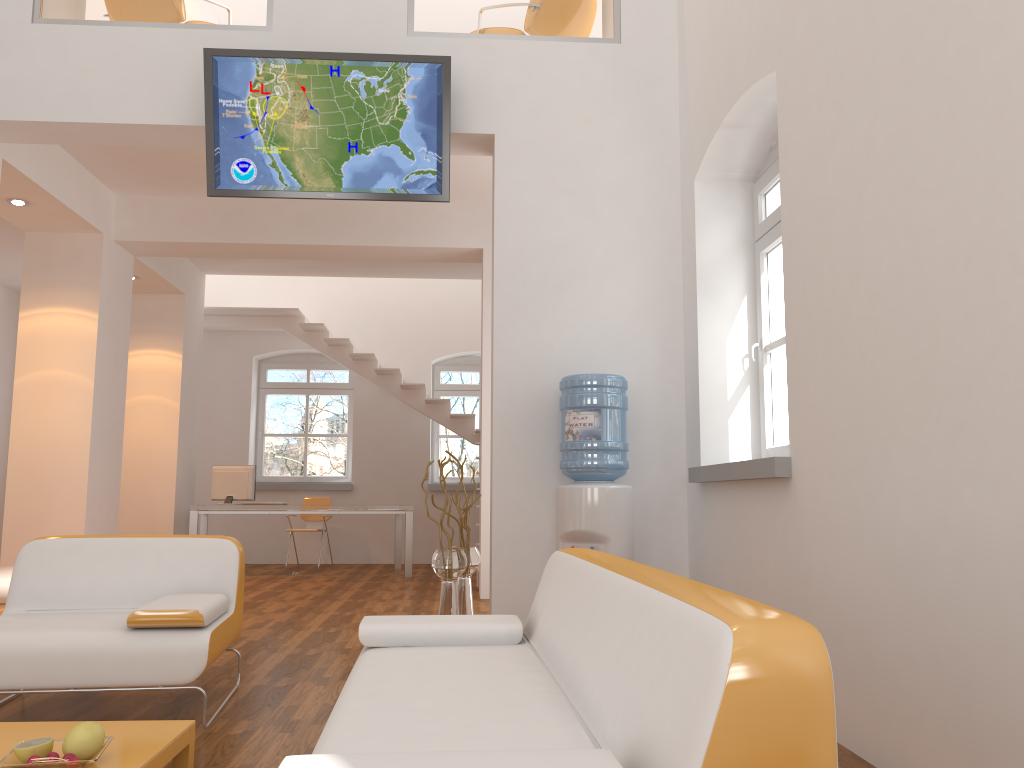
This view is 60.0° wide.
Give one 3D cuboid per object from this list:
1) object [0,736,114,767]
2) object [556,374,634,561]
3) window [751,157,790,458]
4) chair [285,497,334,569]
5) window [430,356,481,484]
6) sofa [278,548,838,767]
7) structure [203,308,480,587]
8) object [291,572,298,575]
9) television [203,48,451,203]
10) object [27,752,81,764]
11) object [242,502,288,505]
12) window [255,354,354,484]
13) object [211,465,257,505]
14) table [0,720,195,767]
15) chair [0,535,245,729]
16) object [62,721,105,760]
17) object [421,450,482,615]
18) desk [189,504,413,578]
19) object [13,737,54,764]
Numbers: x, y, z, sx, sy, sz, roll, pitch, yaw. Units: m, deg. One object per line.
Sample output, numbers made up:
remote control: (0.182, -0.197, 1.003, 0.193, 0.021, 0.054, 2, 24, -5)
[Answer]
object: (-1.139, 0.939, 2.215, 0.227, 0.048, 0.227, 2, -8, -14)
object: (0.447, 0.705, 4.798, 0.436, 1.490, 0.436, 3, -8, -18)
window: (1.413, -0.422, 4.293, 0.142, 1.627, 1.302, 1, -7, -3)
chair: (-2.412, 1.760, 10.557, 0.495, 0.829, 0.464, -1, -7, 11)
window: (-0.425, 0.483, 11.848, 1.308, 1.737, 0.142, 1, -7, -3)
sofa: (-0.036, 0.782, 2.173, 0.825, 0.661, 2.010, 1, -7, -5)
structure: (-1.582, 0.552, 9.674, 4.630, 3.042, 3.450, 1, -7, -3)
object: (-2.359, 2.058, 9.623, 0.054, 0.035, 0.115, -1, -7, 7)
television: (-1.050, -1.477, 5.099, 1.388, 0.803, 0.266, 1, -7, -3)
object: (-1.123, 0.933, 2.190, 0.134, 0.037, 0.061, 0, -7, 4)
object: (-2.735, 1.318, 9.811, 0.467, 0.031, 0.200, -1, -7, 7)
window: (-2.714, 0.457, 11.713, 1.308, 1.737, 0.142, 1, -7, -3)
object: (-2.992, 1.069, 9.403, 0.516, 0.418, 0.245, -3, -8, 26)
table: (-1.438, 1.034, 2.182, 1.000, 0.150, 1.000, 1, -7, -3)
chair: (-1.597, 0.946, 3.513, 0.923, 0.661, 0.825, 1, -7, -8)
object: (-1.103, 0.921, 2.285, 0.102, 0.095, 0.101, 5, -9, -34)
object: (-0.314, 0.952, 5.266, 0.284, 1.112, 0.655, -2, -8, 17)
desk: (-2.262, 1.688, 9.616, 2.239, 0.750, 1.092, 2, -8, -13)
object: (-1.211, 0.936, 2.243, 0.091, 0.065, 0.092, 7, -10, -41)
